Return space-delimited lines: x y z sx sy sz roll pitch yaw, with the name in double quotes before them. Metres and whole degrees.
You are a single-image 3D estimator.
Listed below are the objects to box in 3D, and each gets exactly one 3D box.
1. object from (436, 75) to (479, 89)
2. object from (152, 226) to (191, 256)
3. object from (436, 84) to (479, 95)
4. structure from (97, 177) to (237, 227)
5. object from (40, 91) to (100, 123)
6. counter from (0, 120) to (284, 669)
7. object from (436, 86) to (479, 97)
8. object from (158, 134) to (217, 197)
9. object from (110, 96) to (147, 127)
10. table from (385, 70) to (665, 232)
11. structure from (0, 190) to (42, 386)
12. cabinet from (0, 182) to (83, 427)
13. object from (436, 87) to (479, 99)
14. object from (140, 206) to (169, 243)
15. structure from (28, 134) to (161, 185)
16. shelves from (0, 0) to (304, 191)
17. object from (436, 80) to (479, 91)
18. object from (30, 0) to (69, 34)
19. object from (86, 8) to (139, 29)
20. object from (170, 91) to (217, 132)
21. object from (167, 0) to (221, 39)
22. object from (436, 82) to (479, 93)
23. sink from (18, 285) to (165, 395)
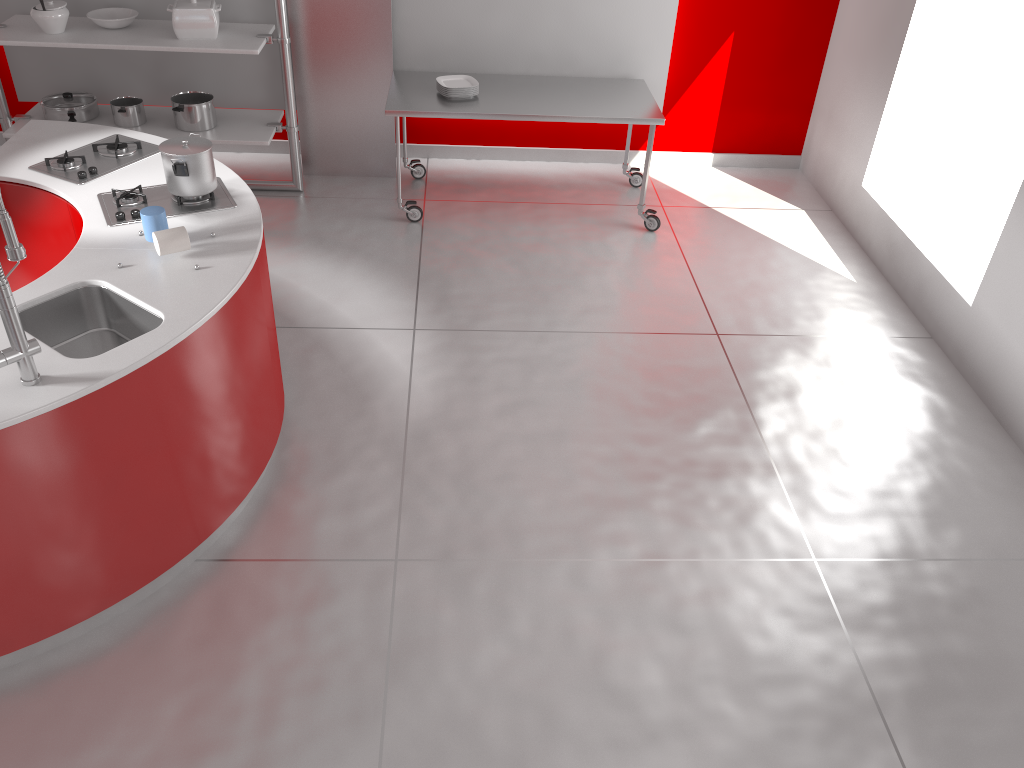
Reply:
"object" -0.312 -1.719 5.066 0.228 0.020 0.228 -10 38 -18
"object" -1.136 -0.481 2.947 0.100 0.080 0.109 -19 41 -28
"object" -0.313 -1.694 5.084 0.228 0.020 0.228 -10 38 -18
"structure" -1.290 -0.700 3.309 0.457 0.037 0.303 -15 40 -24
"object" -2.610 -1.618 5.186 0.308 0.130 0.407 5 36 2
"counter" -1.984 0.091 2.941 1.868 0.880 2.865 22 40 23
"object" -0.314 -1.686 5.090 0.228 0.020 0.228 -10 38 -18
"object" -1.196 -0.811 3.282 0.189 0.185 0.218 -25 44 -33
"object" -2.243 -1.592 5.188 0.182 0.122 0.196 -28 46 -36
"table" 0.079 -1.413 5.362 1.627 0.682 0.749 1 36 -3
"structure" -1.313 -0.410 2.152 0.178 0.920 0.308 29 43 31
"cabinet" -2.254 0.037 2.938 1.025 0.761 1.875 30 44 32
"object" -0.314 -1.678 5.096 0.228 0.020 0.228 -10 38 -18
"object" -1.219 -0.550 3.021 0.080 0.100 0.109 -16 40 -25
"structure" -1.675 -0.932 3.598 0.303 0.037 0.457 19 39 20
"shelves" -2.099 -2.272 4.731 1.735 2.599 0.535 1 36 -4
"object" -0.312 -1.711 5.072 0.228 0.020 0.228 -10 38 -18
"object" -2.509 -2.021 4.810 0.192 0.214 0.192 -7 37 -15
"object" -2.240 -2.047 4.989 0.272 0.072 0.272 -23 44 -32
"object" -1.859 -1.595 5.191 0.240 0.161 0.259 -10 38 -17
"object" -1.752 -2.037 4.912 0.282 0.197 0.235 -5 37 -12
"object" -0.313 -1.703 5.078 0.228 0.020 0.228 -10 38 -18
"sink" -1.278 -0.116 2.716 0.428 0.172 0.326 25 41 27
